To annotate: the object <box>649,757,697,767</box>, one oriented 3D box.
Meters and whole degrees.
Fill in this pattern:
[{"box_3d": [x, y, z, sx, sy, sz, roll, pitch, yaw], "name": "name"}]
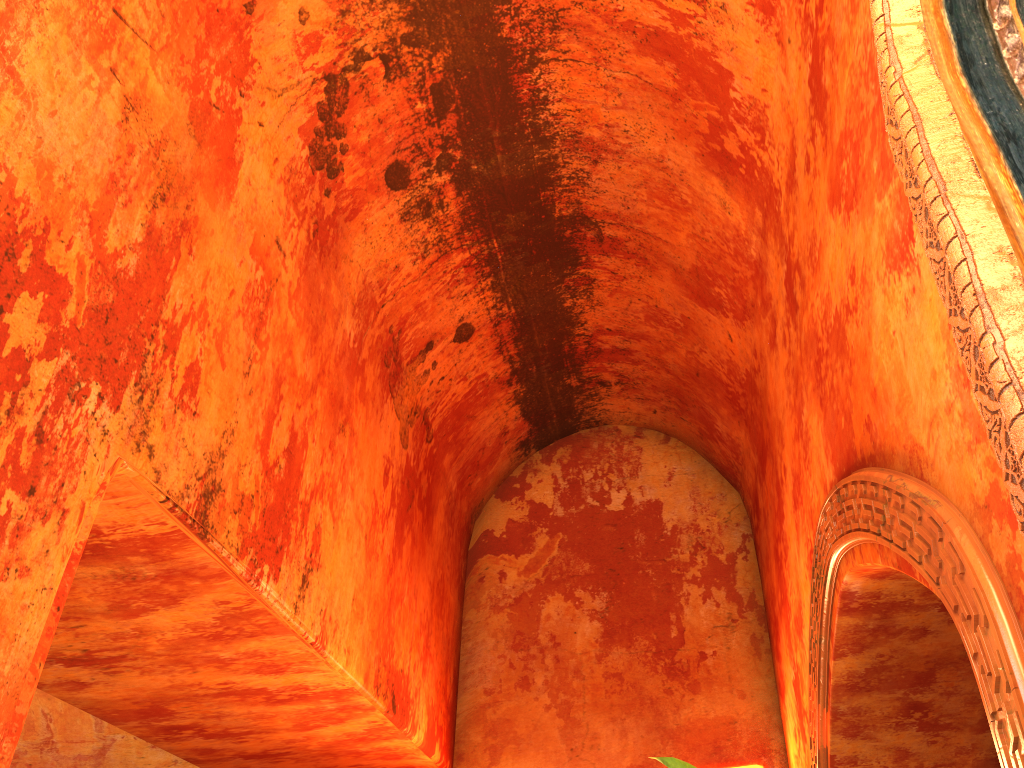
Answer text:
[{"box_3d": [1.188, 2.740, 3.556, 1.137, 2.329, 1.311, -19, -39, 24], "name": "object"}]
